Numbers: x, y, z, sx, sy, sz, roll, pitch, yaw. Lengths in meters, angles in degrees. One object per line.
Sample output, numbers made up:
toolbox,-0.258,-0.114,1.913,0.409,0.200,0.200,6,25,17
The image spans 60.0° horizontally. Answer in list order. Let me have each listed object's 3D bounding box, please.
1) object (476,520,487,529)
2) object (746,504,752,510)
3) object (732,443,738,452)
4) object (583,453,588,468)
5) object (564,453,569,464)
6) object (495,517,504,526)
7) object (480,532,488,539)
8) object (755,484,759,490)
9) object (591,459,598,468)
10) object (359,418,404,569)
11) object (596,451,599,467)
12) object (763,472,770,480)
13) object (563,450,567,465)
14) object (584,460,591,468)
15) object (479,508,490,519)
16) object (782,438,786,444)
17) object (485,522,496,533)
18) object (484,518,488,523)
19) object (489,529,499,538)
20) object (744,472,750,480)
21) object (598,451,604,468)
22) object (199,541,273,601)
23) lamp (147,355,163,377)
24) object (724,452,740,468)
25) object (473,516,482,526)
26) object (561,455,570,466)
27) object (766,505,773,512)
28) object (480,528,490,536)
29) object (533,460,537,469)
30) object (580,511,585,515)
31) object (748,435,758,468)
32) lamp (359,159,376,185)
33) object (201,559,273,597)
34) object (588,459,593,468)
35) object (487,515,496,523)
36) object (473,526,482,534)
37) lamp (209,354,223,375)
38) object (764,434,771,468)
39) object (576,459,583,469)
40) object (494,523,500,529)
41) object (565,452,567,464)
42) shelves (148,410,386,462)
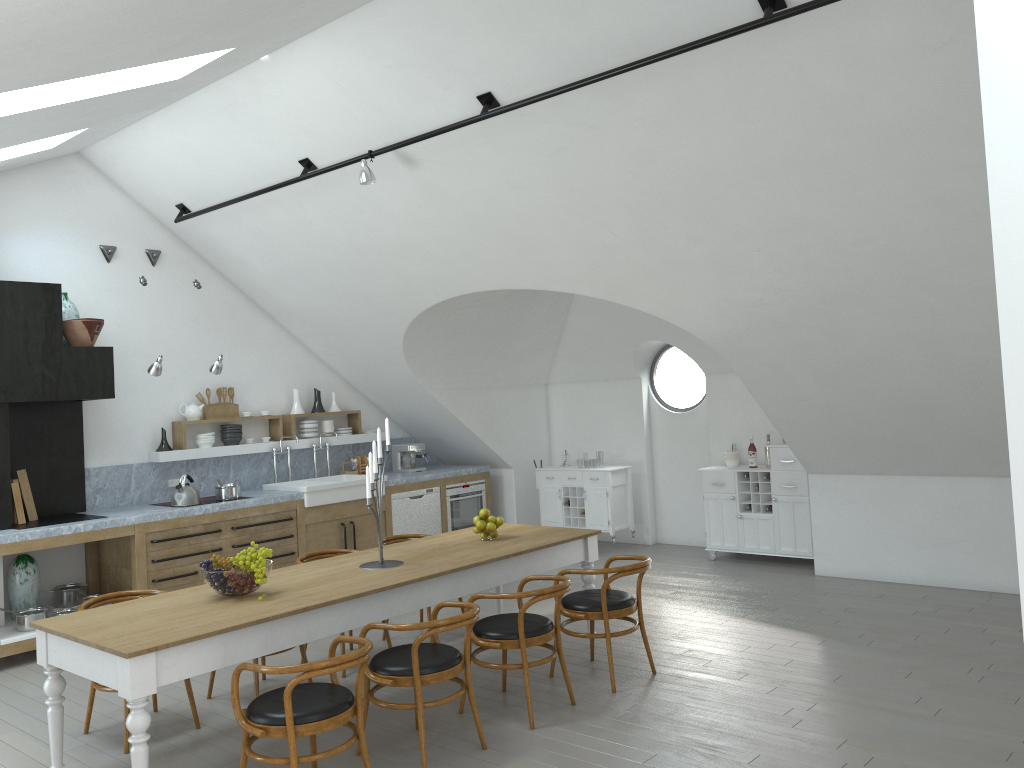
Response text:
object,-0.206,0.943,5.939,0.071,0.064,0.072,-4,-2,34
object,2.441,1.209,8.783,0.156,0.085,0.331,-4,-1,42
object,2.296,0.722,9.209,0.115,0.209,0.065,-5,-3,43
object,0.832,0.861,9.986,0.048,0.169,0.048,-4,-3,29
object,0.631,0.877,10.381,0.097,0.137,0.029,-5,-3,44
object,-0.086,0.929,5.997,0.063,0.063,0.062,-3,-2,4
object,-0.189,1.019,5.968,0.049,0.050,0.051,-5,-2,45
object,2.486,1.011,8.747,0.085,0.085,0.331,-4,-1,41
object,0.925,0.890,9.897,0.071,0.099,0.071,-2,-2,-26
object,-0.784,0.647,5.384,0.265,0.876,0.774,-4,-2,15
object,0.972,0.848,9.948,0.054,0.179,0.054,-4,-2,18
object,2.550,0.899,8.670,0.087,0.085,0.360,-4,-1,41
object,0.619,0.862,10.387,0.039,0.175,0.054,-5,-3,41
object,0.846,0.902,9.920,0.077,0.085,0.077,-4,-2,29
object,-0.185,0.878,6.004,0.072,0.074,0.072,-5,-2,41
object,2.628,0.527,8.512,0.082,0.105,0.081,-3,-2,-11
object,-0.143,0.960,5.939,0.071,0.072,0.070,-3,-2,6
object,-0.163,0.925,6.036,0.053,0.051,0.052,-3,-2,12
object,-0.123,1.008,5.991,0.064,0.063,0.063,-2,-2,-38
object,2.399,0.905,8.813,0.092,0.094,0.359,-5,-2,42
object,0.994,0.842,9.888,0.063,0.187,0.063,-4,-2,26
object,-1.436,0.969,4.642,0.393,0.284,0.292,-3,-2,5
lamp,-2.993,-0.150,7.434,0.115,0.178,0.164,-2,-2,-30
object,2.226,0.768,8.973,0.158,0.160,0.154,-3,-2,-21
object,-0.231,0.928,6.008,0.066,0.071,0.072,-3,-2,10
object,0.626,0.897,10.376,0.101,0.138,0.067,-5,-3,41
object,2.567,1.204,8.664,0.081,0.081,0.358,-4,-1,39
object,-0.183,1.005,6.035,0.080,0.074,0.078,-3,-2,-4
object,0.300,1.015,10.337,0.088,0.269,0.029,-4,-2,14
object,0.865,1.430,9.902,0.081,0.083,0.317,-4,-1,41
object,2.401,0.672,8.853,0.081,0.330,0.081,-5,-3,37
lamp,-1.007,-1.479,6.174,0.112,0.175,0.114,-3,-2,4
object,-1.442,1.032,4.667,0.360,0.160,0.360,-4,-1,21
object,0.910,0.895,9.987,0.094,0.093,0.093,-4,-2,29
object,-0.138,0.915,5.973,0.053,0.057,0.058,-2,-2,-34
object,-0.236,0.983,5.983,0.059,0.056,0.059,-4,-2,36
lamp,-2.610,-0.170,7.867,0.168,0.176,0.112,-4,-2,33
object,2.533,0.662,8.730,0.085,0.331,0.085,-3,-2,0
object,0.763,0.896,9.944,0.082,0.105,0.081,-2,-2,-36
object,-0.117,0.954,6.044,0.076,0.076,0.077,-3,-2,8
object,0.634,0.862,10.355,0.024,0.164,0.039,-1,-3,-36
shelves,-3.247,0.033,8.043,0.479,1.363,5.550,-5,-2,36
